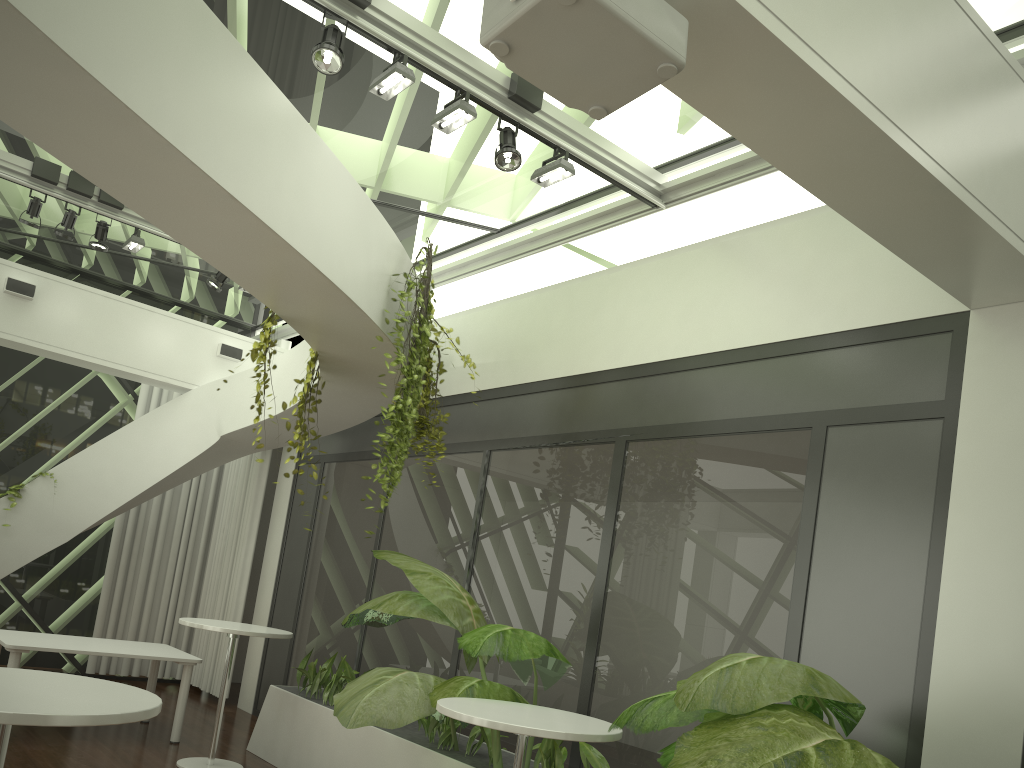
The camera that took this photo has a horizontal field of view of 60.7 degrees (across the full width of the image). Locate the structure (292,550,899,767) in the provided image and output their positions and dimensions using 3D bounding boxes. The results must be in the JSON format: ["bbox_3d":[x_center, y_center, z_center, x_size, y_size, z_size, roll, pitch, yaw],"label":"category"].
[{"bbox_3d":[0.631,1.677,3.721,1.819,1.686,8.924,16,-15,-36],"label":"structure"}]

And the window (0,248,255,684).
[{"bbox_3d":[-5.838,0.748,9.403,5.861,4.563,0.038,17,-9,-37],"label":"window"}]

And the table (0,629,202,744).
[{"bbox_3d":[-3.579,2.553,7.376,1.533,0.706,1.070,18,-15,-37],"label":"table"}]

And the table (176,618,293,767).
[{"bbox_3d":[-2.224,2.418,6.776,0.857,1.078,0.873,9,-9,-2],"label":"table"}]

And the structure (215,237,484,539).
[{"bbox_3d":[-1.067,-0.011,5.876,1.428,2.038,1.679,6,-9,17],"label":"structure"}]

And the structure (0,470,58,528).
[{"bbox_3d":[-5.210,0.984,6.114,2.038,1.637,4.873,10,-13,-5],"label":"structure"}]

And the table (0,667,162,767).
[{"bbox_3d":[-1.623,1.474,2.673,0.857,1.078,0.873,9,-9,-2],"label":"table"}]

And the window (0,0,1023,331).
[{"bbox_3d":[-0.349,-2.344,3.067,5.811,0.054,16.767,19,-17,-35],"label":"window"}]

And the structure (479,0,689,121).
[{"bbox_3d":[0.185,-0.950,2.284,0.472,0.271,0.388,18,-14,-37],"label":"structure"}]

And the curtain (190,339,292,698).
[{"bbox_3d":[-3.181,1.532,10.206,0.163,4.023,0.997,13,-7,-38],"label":"curtain"}]

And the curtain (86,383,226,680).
[{"bbox_3d":[-4.082,1.472,10.512,1.254,4.023,0.159,13,-7,-39],"label":"curtain"}]

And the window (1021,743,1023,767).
[{"bbox_3d":[4.356,0.837,0.857,0.051,3.186,7.113,13,-12,-37],"label":"window"}]

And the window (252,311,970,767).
[{"bbox_3d":[-0.312,1.612,6.753,0.051,3.186,7.202,13,-12,-37],"label":"window"}]

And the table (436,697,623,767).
[{"bbox_3d":[-0.002,2.049,3.969,0.857,1.078,0.873,9,-9,-2],"label":"table"}]
